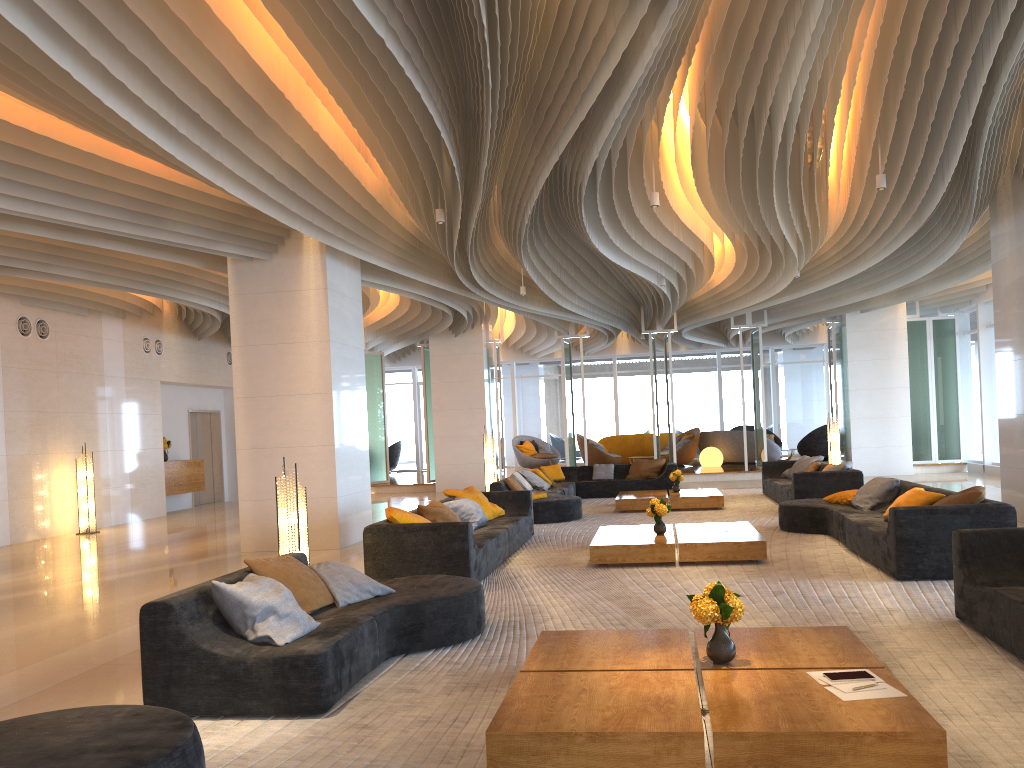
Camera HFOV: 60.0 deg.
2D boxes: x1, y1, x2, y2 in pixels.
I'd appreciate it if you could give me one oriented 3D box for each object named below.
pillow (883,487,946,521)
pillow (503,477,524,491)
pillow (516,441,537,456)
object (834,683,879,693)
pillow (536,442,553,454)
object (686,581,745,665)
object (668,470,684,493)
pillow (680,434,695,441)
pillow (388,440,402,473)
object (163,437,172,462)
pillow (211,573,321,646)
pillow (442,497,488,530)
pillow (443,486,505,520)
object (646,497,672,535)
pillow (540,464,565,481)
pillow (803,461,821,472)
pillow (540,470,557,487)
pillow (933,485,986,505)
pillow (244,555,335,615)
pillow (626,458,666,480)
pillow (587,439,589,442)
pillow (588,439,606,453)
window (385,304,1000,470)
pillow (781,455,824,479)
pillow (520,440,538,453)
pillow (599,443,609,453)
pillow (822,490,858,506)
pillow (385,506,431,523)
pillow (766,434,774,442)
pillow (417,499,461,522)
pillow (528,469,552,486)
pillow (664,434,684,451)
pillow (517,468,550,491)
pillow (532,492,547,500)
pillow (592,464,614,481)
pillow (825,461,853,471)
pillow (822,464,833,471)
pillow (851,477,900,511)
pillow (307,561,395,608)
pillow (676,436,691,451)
[{"bbox_3d":[3.712,1.175,8.240,0.448,0.394,0.640,-3,-2,8],"label":"pillow"},{"bbox_3d":[0.063,1.553,13.360,0.327,0.311,0.426,-3,-2,10],"label":"pillow"},{"bbox_3d":[0.426,1.819,25.001,0.466,0.454,0.629,-3,-2,25],"label":"pillow"},{"bbox_3d":[1.390,1.208,3.553,0.182,0.014,0.105,-2,-3,-11],"label":"object"},{"bbox_3d":[0.930,1.850,25.484,0.510,0.408,0.458,-2,-2,-24],"label":"pillow"},{"bbox_3d":[0.928,1.074,4.017,0.264,0.377,0.237,-3,-1,10],"label":"object"},{"bbox_3d":[2.624,1.539,14.138,0.232,0.377,0.270,-3,-1,40],"label":"object"},{"bbox_3d":[4.572,1.516,23.192,0.374,0.422,0.602,-2,-2,-13],"label":"pillow"},{"bbox_3d":[-3.966,2.273,27.494,1.129,1.005,1.528,-3,-2,11],"label":"pillow"},{"bbox_3d":[-6.842,1.279,17.481,0.266,0.497,0.235,-3,0,-5],"label":"object"},{"bbox_3d":[-1.284,1.161,4.656,0.455,0.344,0.566,-3,-2,7],"label":"pillow"},{"bbox_3d":[-0.499,1.417,9.558,0.418,0.377,0.590,-3,-2,11],"label":"pillow"},{"bbox_3d":[-0.428,1.403,10.459,0.540,0.377,0.648,-4,-2,30],"label":"pillow"},{"bbox_3d":[1.458,1.307,8.814,0.233,0.377,0.269,-3,-1,30],"label":"object"},{"bbox_3d":[0.774,1.705,17.016,0.413,0.316,0.338,-2,-2,-20],"label":"pillow"},{"bbox_3d":[4.745,1.395,14.165,0.321,0.312,0.409,-3,-2,6],"label":"pillow"},{"bbox_3d":[0.567,1.666,15.625,0.334,0.319,0.407,-2,-2,-23],"label":"pillow"},{"bbox_3d":[3.651,1.054,7.383,0.540,0.377,0.648,-4,-2,30],"label":"pillow"},{"bbox_3d":[-1.286,1.202,5.305,0.395,0.391,0.609,-3,-2,11],"label":"pillow"},{"bbox_3d":[2.535,1.609,16.810,0.630,0.377,0.555,-4,-2,30],"label":"pillow"},{"bbox_3d":[1.991,1.617,22.886,0.370,0.422,0.608,-3,-2,7],"label":"pillow"},{"bbox_3d":[2.149,1.608,22.517,0.474,0.454,0.618,-2,-2,-10],"label":"pillow"},{"bbox_3d":[6.117,-0.236,10.675,22.436,3.219,53.808,-1,-3,-26],"label":"window"},{"bbox_3d":[4.896,1.405,14.999,0.551,0.377,0.634,-2,-2,-14],"label":"pillow"},{"bbox_3d":[0.511,1.818,25.400,0.366,0.422,0.615,-4,-2,42],"label":"pillow"},{"bbox_3d":[2.295,1.666,23.191,0.457,0.408,0.511,-4,-2,31],"label":"pillow"},{"bbox_3d":[3.921,1.306,10.179,0.594,0.192,0.443,-1,-3,-27],"label":"pillow"},{"bbox_3d":[-0.847,1.285,7.897,0.551,0.377,0.634,-2,-2,-14],"label":"pillow"},{"bbox_3d":[7.103,1.531,24.762,0.502,0.408,0.465,-3,-2,6],"label":"pillow"},{"bbox_3d":[-0.670,1.332,8.526,0.441,0.409,0.605,-3,-2,10],"label":"pillow"},{"bbox_3d":[0.471,1.634,15.479,0.329,0.335,0.417,-2,-2,-26],"label":"pillow"},{"bbox_3d":[4.298,1.562,23.481,0.478,0.454,0.612,-2,-2,-30],"label":"pillow"},{"bbox_3d":[0.372,1.629,15.150,0.545,0.377,0.654,-3,-2,4],"label":"pillow"},{"bbox_3d":[0.250,1.630,13.021,0.404,0.136,0.423,-5,-4,42],"label":"pillow"},{"bbox_3d":[1.740,1.678,16.898,0.405,0.312,0.324,-3,-1,10],"label":"pillow"},{"bbox_3d":[4.477,1.286,12.437,0.540,0.377,0.648,-4,-2,30],"label":"pillow"},{"bbox_3d":[4.546,1.339,12.948,0.320,0.312,0.410,-3,-2,11],"label":"pillow"},{"bbox_3d":[3.939,1.222,9.648,0.459,0.416,0.668,-3,-2,9],"label":"pillow"},{"bbox_3d":[-1.054,1.246,5.622,0.464,0.246,0.435,-5,-3,44],"label":"pillow"},{"bbox_3d":[4.392,1.550,22.806,0.461,0.408,0.507,-3,-2,11],"label":"pillow"}]
